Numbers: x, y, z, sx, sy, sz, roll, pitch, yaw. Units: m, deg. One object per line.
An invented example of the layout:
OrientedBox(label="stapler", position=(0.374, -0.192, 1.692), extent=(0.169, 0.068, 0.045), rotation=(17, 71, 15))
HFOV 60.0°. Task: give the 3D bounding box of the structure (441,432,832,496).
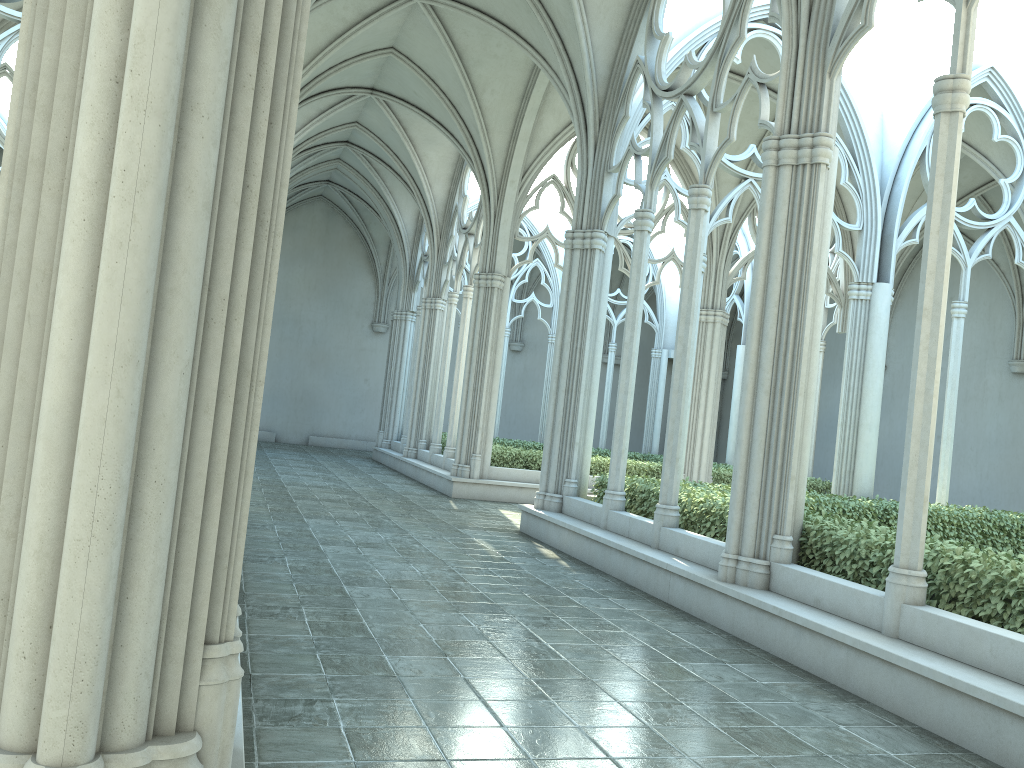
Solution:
OrientedBox(label="structure", position=(1.960, 2.057, 21.478), extent=(7.995, 0.963, 8.018), rotation=(7, -2, -18))

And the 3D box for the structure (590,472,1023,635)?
OrientedBox(label="structure", position=(5.938, 1.995, 9.034), extent=(7.995, 0.963, 8.018), rotation=(7, -2, -18))
